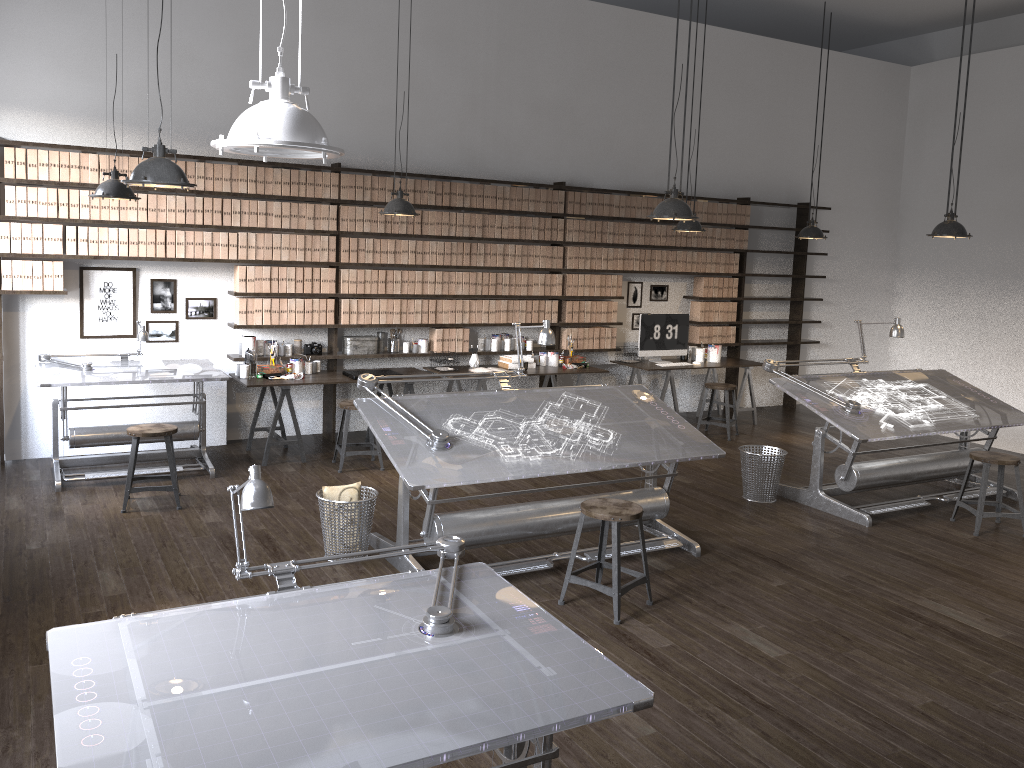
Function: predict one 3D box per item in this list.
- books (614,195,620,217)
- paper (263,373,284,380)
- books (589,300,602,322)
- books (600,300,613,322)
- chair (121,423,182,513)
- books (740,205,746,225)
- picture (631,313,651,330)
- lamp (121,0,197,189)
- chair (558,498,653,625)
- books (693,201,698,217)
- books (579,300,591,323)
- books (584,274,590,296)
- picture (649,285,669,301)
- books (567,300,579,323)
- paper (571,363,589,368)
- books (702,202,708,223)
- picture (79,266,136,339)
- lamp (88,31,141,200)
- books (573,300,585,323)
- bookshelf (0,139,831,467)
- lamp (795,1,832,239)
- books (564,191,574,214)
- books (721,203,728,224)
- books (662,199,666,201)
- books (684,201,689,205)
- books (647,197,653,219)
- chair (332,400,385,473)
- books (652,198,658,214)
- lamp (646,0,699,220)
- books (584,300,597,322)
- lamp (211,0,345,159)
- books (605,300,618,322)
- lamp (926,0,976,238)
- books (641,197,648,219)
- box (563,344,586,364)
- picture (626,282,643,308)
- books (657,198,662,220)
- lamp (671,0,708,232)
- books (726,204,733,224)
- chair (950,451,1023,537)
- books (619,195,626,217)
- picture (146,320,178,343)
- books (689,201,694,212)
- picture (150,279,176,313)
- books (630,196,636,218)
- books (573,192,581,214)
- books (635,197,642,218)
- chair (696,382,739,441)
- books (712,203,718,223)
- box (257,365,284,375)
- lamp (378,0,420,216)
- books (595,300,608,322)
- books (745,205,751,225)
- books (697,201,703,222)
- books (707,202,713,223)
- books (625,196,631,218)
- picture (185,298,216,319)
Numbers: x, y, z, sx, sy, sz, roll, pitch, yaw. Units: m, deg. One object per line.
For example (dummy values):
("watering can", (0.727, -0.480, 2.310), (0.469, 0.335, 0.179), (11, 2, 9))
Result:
("books", (1.040, -1.847, 9.204), (0.067, 0.224, 0.175), (-1, 8, -29))
("paper", (-1.938, -0.063, 7.256), (0.155, 0.038, 0.138), (-6, 12, -44))
("books", (0.860, -0.756, 9.244), (0.067, 0.224, 0.175), (-1, 8, -29))
("books", (0.978, -0.761, 9.308), (0.067, 0.224, 0.175), (-1, 8, -29))
("chair", (-2.405, 0.554, 5.923), (0.372, 0.525, 0.360), (0, 7, -21))
("books", (2.566, -1.918, 10.060), (0.067, 0.224, 0.175), (-1, 8, -29))
("picture", (1.421, -0.689, 9.759), (0.251, 0.182, 0.023), (-2, 7, -29))
("lamp", (-1.499, -1.980, 3.765), (0.314, 2.240, 0.311), (7, 8, 40))
("chair", (0.497, 0.886, 4.546), (0.373, 0.525, 0.359), (8, 9, 39))
("books", (1.958, -1.890, 9.718), (0.067, 0.224, 0.175), (-1, 8, -29))
("books", (0.739, -0.750, 9.171), (0.067, 0.224, 0.175), (-1, 8, -29))
("books", (0.727, -1.021, 9.132), (0.067, 0.224, 0.175), (-1, 8, -29))
("picture", (1.631, -1.009, 9.837), (0.251, 0.182, 0.023), (-2, 7, -29))
("books", (0.611, -0.744, 9.099), (0.067, 0.224, 0.175), (-1, 8, -29))
("paper", (0.677, -0.183, 8.716), (0.155, 0.038, 0.138), (0, 9, -14))
("books", (2.078, -1.895, 9.781), (0.067, 0.224, 0.175), (-1, 8, -29))
("picture", (-3.247, -0.652, 7.120), (0.415, 0.572, 0.040), (-2, 7, -29))
("lamp", (-2.493, -2.297, 5.548), (0.314, 2.240, 0.311), (7, 8, 40))
("books", (0.674, -0.748, 9.141), (0.067, 0.224, 0.175), (-1, 8, -29))
("bookshelf", (-0.326, -0.423, 8.713), (9.182, 3.190, 0.375), (-2, 8, -29))
("lamp", (2.994, -2.549, 8.616), (0.311, 2.240, 0.314), (2, 6, -5))
("books", (0.550, -1.826, 8.935), (0.067, 0.224, 0.175), (-1, 8, -29))
("books", (2.325, -1.906, 9.917), (0.067, 0.224, 0.175), (-1, 8, -29))
("books", (1.591, -1.872, 9.509), (0.067, 0.224, 0.175), (-1, 8, -29))
("books", (1.840, -1.885, 9.654), (0.067, 0.224, 0.175), (-1, 8, -29))
("books", (1.415, -1.864, 9.409), (0.067, 0.224, 0.175), (-1, 8, -29))
("chair", (-1.238, 0.414, 7.133), (0.372, 0.525, 0.360), (0, 7, -21))
("books", (1.468, -1.867, 9.444), (0.067, 0.224, 0.175), (-1, 8, -29))
("lamp", (1.002, -2.095, 5.161), (0.311, 2.240, 0.314), (1, 6, -9))
("books", (0.798, -0.753, 9.209), (0.067, 0.224, 0.175), (-1, 8, -29))
("lamp", (-0.516, -1.669, 2.018), (0.314, 2.240, 0.311), (7, 8, 40))
("books", (1.034, -0.763, 9.338), (0.067, 0.224, 0.175), (-1, 8, -29))
("lamp", (3.276, -2.199, 6.430), (0.311, 2.240, 0.314), (2, 6, -5))
("books", (1.351, -1.861, 9.374), (0.067, 0.224, 0.175), (-1, 8, -29))
("box", (0.619, -0.294, 8.848), (0.212, 0.206, 0.138), (-2, 8, -29))
("picture", (1.338, -0.975, 9.677), (0.201, 0.283, 0.022), (-2, 7, -30))
("books", (1.524, -1.870, 9.478), (0.067, 0.224, 0.175), (-1, 8, -29))
("lamp", (1.637, -2.487, 7.858), (0.311, 2.240, 0.314), (2, 6, -5))
("books", (2.388, -1.909, 9.953), (0.067, 0.224, 0.175), (-1, 8, -29))
("chair", (3.316, 0.755, 6.128), (0.371, 0.525, 0.360), (2, 7, -1))
("books", (1.104, -1.850, 9.238), (0.067, 0.224, 0.175), (-1, 8, -29))
("picture", (-2.906, -0.436, 7.351), (0.251, 0.182, 0.023), (-2, 7, -29))
("books", (1.902, -1.886, 9.682), (0.067, 0.224, 0.175), (-1, 8, -29))
("picture", (-2.886, -0.727, 7.327), (0.201, 0.283, 0.022), (-2, 7, -30))
("books", (1.224, -1.857, 9.311), (0.067, 0.224, 0.175), (-1, 8, -29))
("books", (0.618, -1.828, 8.966), (0.067, 0.224, 0.175), (-1, 8, -29))
("books", (1.287, -1.859, 9.342), (0.067, 0.224, 0.175), (-1, 8, -29))
("chair", (2.088, 0.269, 8.941), (0.372, 0.525, 0.359), (6, 8, 29))
("books", (2.197, -1.901, 9.854), (0.067, 0.224, 0.175), (-1, 8, -29))
("box", (-2.026, -0.112, 7.379), (0.212, 0.083, 0.138), (-2, 9, -29))
("lamp", (-0.795, -2.376, 6.501), (0.314, 2.240, 0.311), (7, 8, 40))
("books", (0.922, -0.758, 9.272), (0.067, 0.224, 0.175), (-1, 8, -29))
("books", (2.629, -1.920, 10.091), (0.067, 0.224, 0.175), (-1, 8, -29))
("books", (2.013, -1.892, 9.747), (0.067, 0.224, 0.175), (-1, 8, -29))
("books", (2.137, -1.898, 9.819), (0.067, 0.224, 0.175), (-1, 8, -29))
("books", (1.164, -1.854, 9.275), (0.067, 0.224, 0.175), (-1, 8, -29))
("picture", (-2.629, -0.638, 7.481), (0.251, 0.182, 0.023), (-2, 7, -29))
